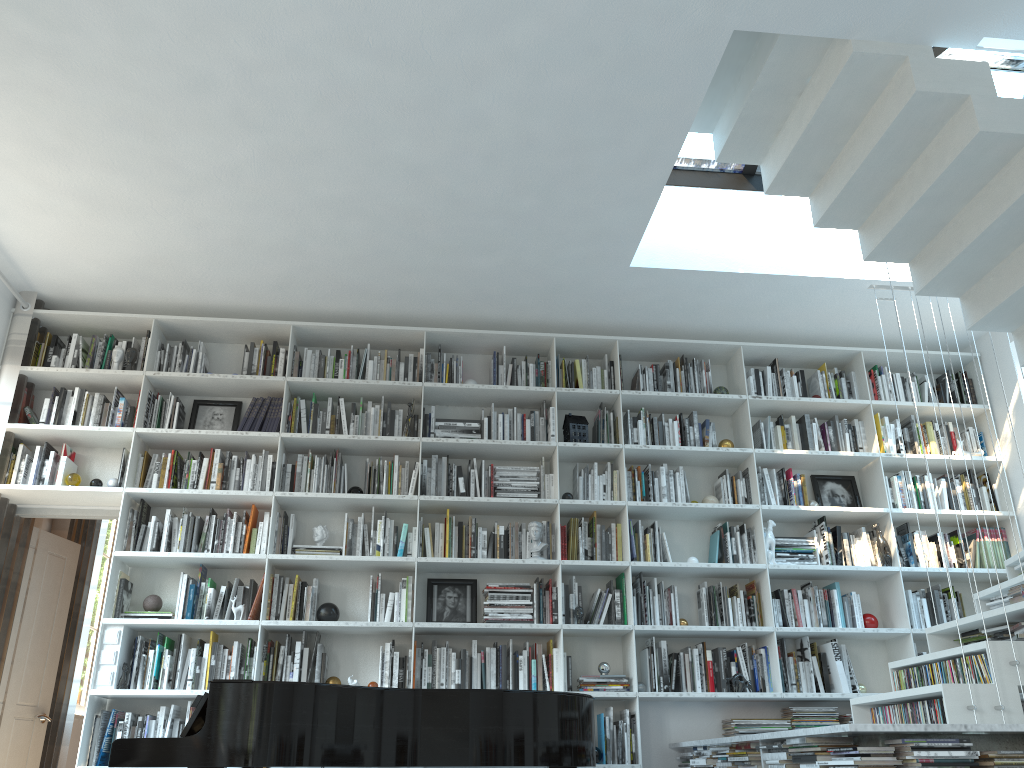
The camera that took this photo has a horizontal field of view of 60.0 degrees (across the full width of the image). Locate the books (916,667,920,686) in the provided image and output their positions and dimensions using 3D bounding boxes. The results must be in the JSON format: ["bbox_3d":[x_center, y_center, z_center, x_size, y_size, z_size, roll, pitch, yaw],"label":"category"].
[{"bbox_3d":[2.008,1.421,4.248,0.125,0.124,0.008,2,-23,-6],"label":"books"}]

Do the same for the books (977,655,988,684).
[{"bbox_3d":[2.064,1.218,3.780,0.125,0.123,0.034,2,-23,-6],"label":"books"}]

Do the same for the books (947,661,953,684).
[{"bbox_3d":[2.037,1.313,4.003,0.125,0.125,0.013,2,-23,-6],"label":"books"}]

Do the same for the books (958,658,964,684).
[{"bbox_3d":[2.046,1.280,3.927,0.125,0.125,0.010,2,-23,-6],"label":"books"}]

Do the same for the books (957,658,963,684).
[{"bbox_3d":[2.045,1.284,3.935,0.125,0.124,0.008,2,-23,-6],"label":"books"}]

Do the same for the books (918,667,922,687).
[{"bbox_3d":[2.010,1.415,4.234,0.125,0.124,0.007,2,-23,-6],"label":"books"}]

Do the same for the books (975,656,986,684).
[{"bbox_3d":[2.062,1.224,3.794,0.125,0.122,0.037,2,-23,-6],"label":"books"}]

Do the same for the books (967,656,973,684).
[{"bbox_3d":[2.054,1.252,3.863,0.125,0.124,0.008,2,-23,-6],"label":"books"}]

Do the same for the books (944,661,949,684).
[{"bbox_3d":[2.035,1.324,4.026,0.125,0.124,0.009,2,-23,-6],"label":"books"}]

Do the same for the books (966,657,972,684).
[{"bbox_3d":[2.053,1.256,3.871,0.125,0.125,0.010,2,-23,-6],"label":"books"}]

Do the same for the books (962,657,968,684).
[{"bbox_3d":[2.050,1.267,3.897,0.125,0.124,0.008,2,-23,-6],"label":"books"}]

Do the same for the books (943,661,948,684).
[{"bbox_3d":[2.034,1.328,4.035,0.125,0.125,0.011,2,-23,-6],"label":"books"}]

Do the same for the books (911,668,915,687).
[{"bbox_3d":[2.003,1.440,4.291,0.125,0.125,0.009,2,-23,-6],"label":"books"}]

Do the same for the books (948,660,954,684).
[{"bbox_3d":[2.038,1.310,3.995,0.125,0.125,0.009,2,-23,-6],"label":"books"}]

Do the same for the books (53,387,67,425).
[{"bbox_3d":[-2.735,0.186,5.408,0.023,0.281,0.186,2,-23,-6],"label":"books"}]

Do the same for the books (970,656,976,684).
[{"bbox_3d":[2.057,1.243,3.842,0.125,0.124,0.007,2,-23,-6],"label":"books"}]

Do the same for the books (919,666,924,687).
[{"bbox_3d":[2.012,1.409,4.220,0.125,0.124,0.008,2,-23,-6],"label":"books"}]

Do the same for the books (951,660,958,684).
[{"bbox_3d":[2.041,1.299,3.969,0.125,0.124,0.018,2,-23,-6],"label":"books"}]

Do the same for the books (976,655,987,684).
[{"bbox_3d":[2.063,1.220,3.787,0.125,0.123,0.034,2,-23,-6],"label":"books"}]

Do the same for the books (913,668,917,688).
[{"bbox_3d":[2.005,1.433,4.276,0.125,0.124,0.008,2,-23,-6],"label":"books"}]

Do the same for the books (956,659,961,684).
[{"bbox_3d":[2.045,1.287,3.941,0.125,0.124,0.008,2,-23,-6],"label":"books"}]

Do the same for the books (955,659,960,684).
[{"bbox_3d":[2.044,1.290,3.949,0.125,0.124,0.007,2,-23,-6],"label":"books"}]

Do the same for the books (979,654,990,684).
[{"bbox_3d":[2.066,1.211,3.766,0.125,0.122,0.036,2,-23,-6],"label":"books"}]

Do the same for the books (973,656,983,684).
[{"bbox_3d":[2.060,1.230,3.809,0.125,0.123,0.034,2,-23,-6],"label":"books"}]

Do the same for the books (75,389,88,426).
[{"bbox_3d":[-2.625,0.193,5.436,0.037,0.290,0.156,2,-23,-6],"label":"books"}]

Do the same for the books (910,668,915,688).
[{"bbox_3d":[2.002,1.442,4.297,0.125,0.124,0.009,2,-23,-6],"label":"books"}]

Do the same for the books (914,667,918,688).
[{"bbox_3d":[2.006,1.430,4.270,0.125,0.124,0.008,2,-23,-6],"label":"books"}]

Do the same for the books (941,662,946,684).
[{"bbox_3d":[2.031,1.336,4.053,0.125,0.125,0.013,2,-23,-6],"label":"books"}]

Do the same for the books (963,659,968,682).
[{"bbox_3d":[2.051,1.264,3.890,0.125,0.124,0.008,2,-23,-6],"label":"books"}]

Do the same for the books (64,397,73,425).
[{"bbox_3d":[-2.686,0.217,5.425,0.024,0.238,0.156,2,-23,-6],"label":"books"}]

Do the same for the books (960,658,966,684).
[{"bbox_3d":[2.048,1.273,3.911,0.125,0.124,0.007,2,-23,-6],"label":"books"}]

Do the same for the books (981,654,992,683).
[{"bbox_3d":[2.067,1.205,3.752,0.125,0.123,0.034,2,-23,-6],"label":"books"}]

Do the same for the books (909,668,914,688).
[{"bbox_3d":[2.001,1.446,4.305,0.125,0.124,0.007,2,-23,-6],"label":"books"}]

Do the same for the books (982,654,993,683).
[{"bbox_3d":[2.068,1.202,3.744,0.125,0.122,0.036,2,-23,-6],"label":"books"}]

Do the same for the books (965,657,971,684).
[{"bbox_3d":[2.052,1.259,3.877,0.125,0.125,0.010,2,-23,-6],"label":"books"}]

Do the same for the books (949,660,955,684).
[{"bbox_3d":[2.039,1.307,3.987,0.125,0.124,0.007,2,-23,-6],"label":"books"}]

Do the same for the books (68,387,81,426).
[{"bbox_3d":[-2.651,0.187,5.414,0.021,0.284,0.179,2,-23,-6],"label":"books"}]

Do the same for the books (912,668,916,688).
[{"bbox_3d":[2.004,1.436,4.283,0.125,0.124,0.007,2,-23,-6],"label":"books"}]

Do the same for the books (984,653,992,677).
[{"bbox_3d":[2.069,1.199,3.737,0.125,0.123,0.034,2,-23,-6],"label":"books"}]

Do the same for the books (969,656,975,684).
[{"bbox_3d":[2.056,1.246,3.849,0.125,0.124,0.008,2,-23,-6],"label":"books"}]

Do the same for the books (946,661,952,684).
[{"bbox_3d":[2.036,1.319,4.016,0.125,0.125,0.016,2,-23,-6],"label":"books"}]

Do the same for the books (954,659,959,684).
[{"bbox_3d":[2.043,1.293,3.956,0.125,0.124,0.009,2,-23,-6],"label":"books"}]

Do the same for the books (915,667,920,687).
[{"bbox_3d":[2.007,1.424,4.255,0.125,0.124,0.008,2,-23,-6],"label":"books"}]

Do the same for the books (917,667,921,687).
[{"bbox_3d":[2.009,1.418,4.241,0.125,0.124,0.007,2,-23,-6],"label":"books"}]

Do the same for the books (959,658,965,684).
[{"bbox_3d":[2.048,1.276,3.918,0.125,0.124,0.009,2,-23,-6],"label":"books"}]

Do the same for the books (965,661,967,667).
[{"bbox_3d":[2.052,1.262,3.884,0.125,0.124,0.009,2,-23,-6],"label":"books"}]

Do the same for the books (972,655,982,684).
[{"bbox_3d":[2.058,1.236,3.826,0.125,0.125,0.011,2,-23,-6],"label":"books"}]

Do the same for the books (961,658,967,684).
[{"bbox_3d":[2.049,1.270,3.904,0.125,0.124,0.007,2,-23,-6],"label":"books"}]

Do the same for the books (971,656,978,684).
[{"bbox_3d":[2.057,1.240,3.835,0.125,0.124,0.008,2,-23,-6],"label":"books"}]

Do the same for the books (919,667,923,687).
[{"bbox_3d":[2.011,1.412,4.227,0.125,0.124,0.007,2,-23,-6],"label":"books"}]

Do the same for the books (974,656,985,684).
[{"bbox_3d":[2.061,1.227,3.802,0.125,0.122,0.035,2,-23,-6],"label":"books"}]

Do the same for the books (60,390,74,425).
[{"bbox_3d":[-2.712,0.194,5.433,0.028,0.287,0.133,2,-23,-6],"label":"books"}]

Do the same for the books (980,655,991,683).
[{"bbox_3d":[2.066,1.208,3.759,0.125,0.123,0.035,2,-23,-6],"label":"books"}]

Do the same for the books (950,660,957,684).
[{"bbox_3d":[2.040,1.303,3.978,0.125,0.125,0.012,2,-23,-6],"label":"books"}]

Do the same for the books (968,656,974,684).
[{"bbox_3d":[2.055,1.249,3.856,0.125,0.124,0.008,2,-23,-6],"label":"books"}]

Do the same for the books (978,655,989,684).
[{"bbox_3d":[2.065,1.214,3.773,0.125,0.122,0.035,2,-23,-6],"label":"books"}]

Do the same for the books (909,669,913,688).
[{"bbox_3d":[2.001,1.449,4.313,0.125,0.125,0.010,2,-23,-6],"label":"books"}]

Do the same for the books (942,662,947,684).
[{"bbox_3d":[2.032,1.332,4.044,0.125,0.125,0.009,2,-23,-6],"label":"books"}]

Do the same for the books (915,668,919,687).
[{"bbox_3d":[2.007,1.427,4.262,0.125,0.124,0.008,2,-23,-6],"label":"books"}]
